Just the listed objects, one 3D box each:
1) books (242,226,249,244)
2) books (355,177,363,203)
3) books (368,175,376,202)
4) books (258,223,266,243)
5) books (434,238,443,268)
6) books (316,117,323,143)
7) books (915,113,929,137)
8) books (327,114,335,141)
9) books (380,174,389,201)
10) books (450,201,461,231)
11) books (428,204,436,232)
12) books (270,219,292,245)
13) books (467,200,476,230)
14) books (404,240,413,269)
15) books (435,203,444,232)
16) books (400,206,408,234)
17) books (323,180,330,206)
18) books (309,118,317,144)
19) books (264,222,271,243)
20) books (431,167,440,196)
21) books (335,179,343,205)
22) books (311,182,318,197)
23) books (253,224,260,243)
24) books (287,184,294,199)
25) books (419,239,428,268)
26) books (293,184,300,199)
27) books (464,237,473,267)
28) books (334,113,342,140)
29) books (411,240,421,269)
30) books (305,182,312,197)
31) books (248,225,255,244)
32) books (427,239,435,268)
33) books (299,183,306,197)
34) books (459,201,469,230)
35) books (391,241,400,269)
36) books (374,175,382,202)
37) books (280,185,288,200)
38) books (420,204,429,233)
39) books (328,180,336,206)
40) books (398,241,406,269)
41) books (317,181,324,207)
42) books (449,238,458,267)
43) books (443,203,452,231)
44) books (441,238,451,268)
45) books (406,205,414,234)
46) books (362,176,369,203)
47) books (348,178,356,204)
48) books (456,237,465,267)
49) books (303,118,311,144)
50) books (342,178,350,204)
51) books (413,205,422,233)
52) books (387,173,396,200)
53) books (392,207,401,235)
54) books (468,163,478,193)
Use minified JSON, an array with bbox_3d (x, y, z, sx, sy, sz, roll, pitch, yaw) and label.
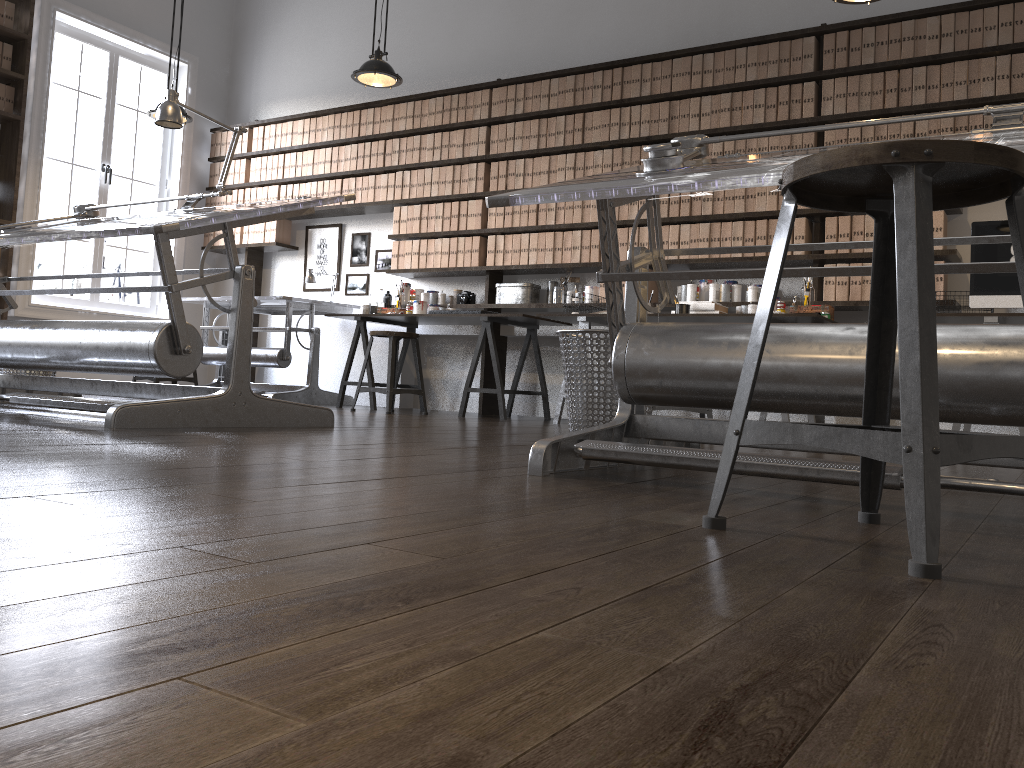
[{"bbox_3d":[-2.297,-1.334,7.860,0.067,0.226,0.174,1,-3,32],"label":"books"},{"bbox_3d":[-1.188,-1.551,7.196,0.067,0.226,0.174,1,-3,32],"label":"books"},{"bbox_3d":[-1.074,-1.546,7.118,0.067,0.226,0.174,1,-3,32],"label":"books"},{"bbox_3d":[-2.126,-1.325,7.752,0.067,0.226,0.174,1,-3,32],"label":"books"},{"bbox_3d":[-0.511,-0.977,6.718,0.067,0.226,0.174,1,-3,32],"label":"books"},{"bbox_3d":[-1.570,-2.123,7.488,0.067,0.226,0.174,1,-3,32],"label":"books"},{"bbox_3d":[2.322,-1.389,4.992,0.067,0.226,0.174,1,-3,32],"label":"books"},{"bbox_3d":[-1.453,-2.118,7.406,0.067,0.226,0.174,1,-3,32],"label":"books"},{"bbox_3d":[-0.963,-1.540,7.051,0.067,0.226,0.174,1,-3,32],"label":"books"},{"bbox_3d":[-0.381,-1.242,6.659,0.067,0.226,0.174,1,-3,32],"label":"books"},{"bbox_3d":[-0.562,-1.250,6.778,0.067,0.226,0.174,1,-3,32],"label":"books"},{"bbox_3d":[-2.005,-1.320,7.682,0.067,0.226,0.174,1,-3,32],"label":"books"},{"bbox_3d":[-0.252,-1.235,6.582,0.067,0.226,0.174,1,-3,32],"label":"books"},{"bbox_3d":[-0.750,-0.988,6.868,0.067,0.226,0.174,1,-3,32],"label":"books"},{"bbox_3d":[-0.504,-1.248,6.737,0.067,0.226,0.174,1,-3,32],"label":"books"},{"bbox_3d":[-0.790,-1.261,6.918,0.067,0.226,0.174,1,-3,32],"label":"books"},{"bbox_3d":[-1.491,-1.566,7.384,0.067,0.226,0.174,1,-3,32],"label":"books"},{"bbox_3d":[-1.630,-2.126,7.524,0.067,0.226,0.174,1,-3,32],"label":"books"},{"bbox_3d":[-2.063,-1.322,7.721,0.067,0.226,0.174,1,-3,32],"label":"books"},{"bbox_3d":[-0.534,-1.527,6.783,0.067,0.226,0.174,1,-3,32],"label":"books"},{"bbox_3d":[-1.375,-1.560,7.307,0.067,0.226,0.174,1,-3,32],"label":"books"},{"bbox_3d":[-1.608,-1.571,7.452,0.067,0.226,0.174,1,-3,32],"label":"books"},{"bbox_3d":[-2.180,-1.328,7.791,0.067,0.226,0.174,1,-3,32],"label":"books"},{"bbox_3d":[-1.847,-1.583,7.603,0.067,0.226,0.174,1,-3,32],"label":"books"},{"bbox_3d":[-0.628,-0.982,6.794,0.067,0.226,0.174,1,-3,32],"label":"books"},{"bbox_3d":[-1.785,-1.580,7.570,0.067,0.226,0.174,1,-3,32],"label":"books"},{"bbox_3d":[-0.278,-0.965,6.575,0.067,0.226,0.174,1,-3,32],"label":"books"},{"bbox_3d":[-1.392,-2.115,7.368,0.067,0.226,0.174,1,-3,32],"label":"books"},{"bbox_3d":[-0.690,-0.985,6.828,0.067,0.226,0.174,1,-3,32],"label":"books"},{"bbox_3d":[-1.668,-1.574,7.494,0.067,0.226,0.174,1,-3,32],"label":"books"},{"bbox_3d":[-2.234,-1.331,7.823,0.067,0.226,0.174,1,-3,32],"label":"books"},{"bbox_3d":[-0.568,-0.979,6.758,0.067,0.226,0.174,1,-3,32],"label":"books"},{"bbox_3d":[-1.725,-1.577,7.534,0.067,0.226,0.174,1,-3,32],"label":"books"},{"bbox_3d":[-0.315,-1.238,6.624,0.067,0.226,0.174,1,-3,32],"label":"books"},{"bbox_3d":[-0.862,-0.993,6.934,0.067,0.226,0.174,1,-3,32],"label":"books"},{"bbox_3d":[-1.015,-1.543,7.086,0.067,0.226,0.174,1,-3,32],"label":"books"},{"bbox_3d":[-1.915,-1.586,7.649,0.067,0.226,0.174,1,-3,32],"label":"books"},{"bbox_3d":[-0.622,-1.253,6.816,0.067,0.226,0.174,1,-3,32],"label":"books"},{"bbox_3d":[-1.435,-1.563,7.351,0.067,0.226,0.174,1,-3,32],"label":"books"},{"bbox_3d":[-0.803,-0.991,6.902,0.067,0.226,0.174,1,-3,32],"label":"books"},{"bbox_3d":[-1.547,-1.568,7.414,0.067,0.226,0.174,1,-3,32],"label":"books"},{"bbox_3d":[-0.390,-0.971,6.638,0.067,0.226,0.174,1,-3,32],"label":"books"},{"bbox_3d":[-0.441,-1.244,6.703,0.067,0.226,0.174,1,-3,32],"label":"books"},{"bbox_3d":[-0.452,-0.974,6.676,0.067,0.226,0.174,1,-3,32],"label":"books"},{"bbox_3d":[-0.736,-1.259,6.886,0.067,0.226,0.174,1,-3,32],"label":"books"},{"bbox_3d":[-1.128,-1.548,7.158,0.067,0.226,0.174,1,-3,32],"label":"books"},{"bbox_3d":[-1.250,-1.554,7.230,0.067,0.226,0.174,1,-3,32],"label":"books"},{"bbox_3d":[-0.334,-0.968,6.608,0.067,0.226,0.174,1,-3,32],"label":"books"},{"bbox_3d":[-1.691,-2.129,7.558,0.067,0.226,0.174,1,-3,32],"label":"books"},{"bbox_3d":[-1.308,-1.557,7.272,0.067,0.226,0.174,1,-3,32],"label":"books"},{"bbox_3d":[-0.682,-1.256,6.847,0.067,0.226,0.174,1,-3,32],"label":"books"},{"bbox_3d":[-0.902,-1.538,7.011,0.067,0.226,0.174,1,-3,32],"label":"books"},{"bbox_3d":[-0.853,-1.264,6.955,0.067,0.226,0.174,1,-3,32],"label":"books"},{"bbox_3d":[-0.248,-1.513,6.602,0.067,0.226,0.174,1,-3,32],"label":"books"}]
